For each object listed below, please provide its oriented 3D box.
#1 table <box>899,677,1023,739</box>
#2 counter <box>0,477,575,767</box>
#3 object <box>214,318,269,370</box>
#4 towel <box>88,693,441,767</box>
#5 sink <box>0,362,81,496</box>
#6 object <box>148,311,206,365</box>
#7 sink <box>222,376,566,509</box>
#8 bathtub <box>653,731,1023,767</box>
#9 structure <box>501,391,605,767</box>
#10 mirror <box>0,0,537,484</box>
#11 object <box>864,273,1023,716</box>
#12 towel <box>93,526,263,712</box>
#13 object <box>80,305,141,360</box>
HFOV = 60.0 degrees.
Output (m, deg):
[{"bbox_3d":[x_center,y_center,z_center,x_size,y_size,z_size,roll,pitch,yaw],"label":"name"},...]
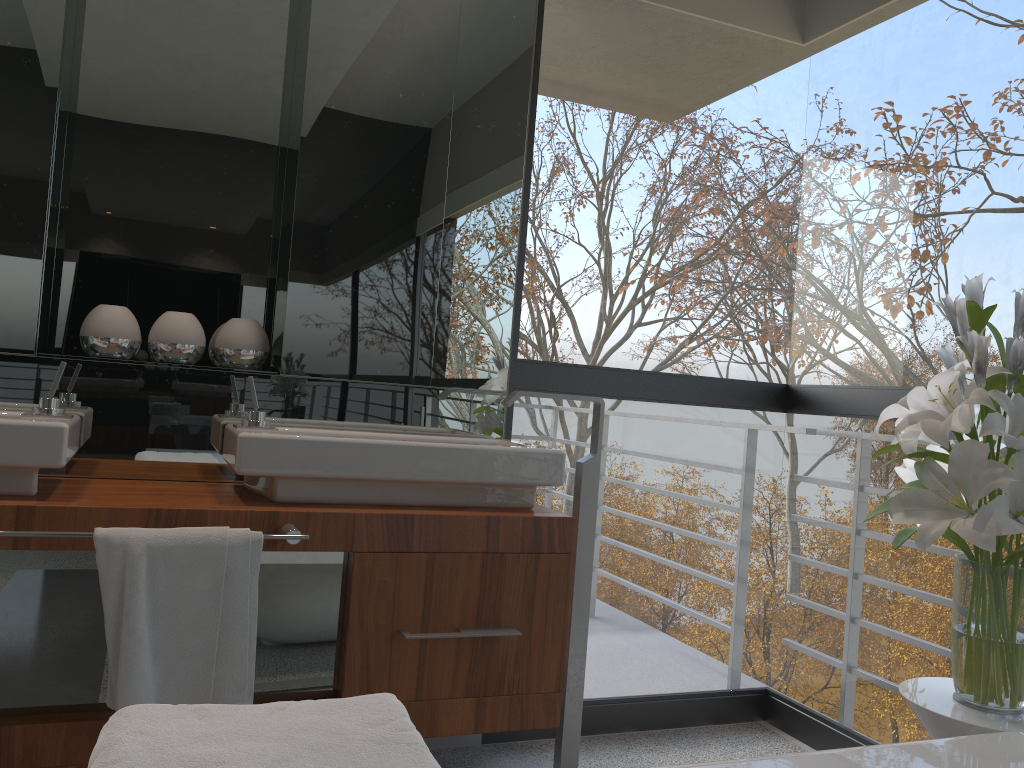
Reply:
[{"bbox_3d":[0.856,0.824,1.615,0.307,0.479,0.307,5,-2,-39],"label":"table"},{"bbox_3d":[-0.803,0.583,1.850,1.848,0.704,0.525,5,-1,-22],"label":"counter"},{"bbox_3d":[-0.697,-0.102,2.293,0.136,0.131,0.136,4,-1,20],"label":"object"},{"bbox_3d":[-0.225,0.403,0.794,0.305,0.145,0.322,5,-1,-19],"label":"towel"},{"bbox_3d":[-1.260,0.060,1.715,0.750,0.266,0.352,5,-1,-22],"label":"sink"},{"bbox_3d":[-0.842,-0.114,2.233,0.136,0.131,0.136,4,-1,20],"label":"object"},{"bbox_3d":[-0.281,0.141,2.118,0.750,0.266,0.352,5,-1,-22],"label":"sink"},{"bbox_3d":[0.547,0.765,0.252,1.327,0.504,1.958,5,-1,-22],"label":"bathtub"},{"bbox_3d":[0.084,0.518,2.236,0.303,0.989,0.069,5,-2,-22],"label":"structure"},{"bbox_3d":[-0.841,-0.566,2.249,1.790,1.618,0.253,5,-2,-22],"label":"mirror"},{"bbox_3d":[0.894,0.188,1.641,0.460,0.796,0.450,4,-1,5],"label":"object"},{"bbox_3d":[-0.620,0.448,1.633,0.302,0.368,0.079,5,-2,-22],"label":"towel"},{"bbox_3d":[-0.984,-0.126,2.175,0.136,0.131,0.136,4,-1,20],"label":"object"}]
